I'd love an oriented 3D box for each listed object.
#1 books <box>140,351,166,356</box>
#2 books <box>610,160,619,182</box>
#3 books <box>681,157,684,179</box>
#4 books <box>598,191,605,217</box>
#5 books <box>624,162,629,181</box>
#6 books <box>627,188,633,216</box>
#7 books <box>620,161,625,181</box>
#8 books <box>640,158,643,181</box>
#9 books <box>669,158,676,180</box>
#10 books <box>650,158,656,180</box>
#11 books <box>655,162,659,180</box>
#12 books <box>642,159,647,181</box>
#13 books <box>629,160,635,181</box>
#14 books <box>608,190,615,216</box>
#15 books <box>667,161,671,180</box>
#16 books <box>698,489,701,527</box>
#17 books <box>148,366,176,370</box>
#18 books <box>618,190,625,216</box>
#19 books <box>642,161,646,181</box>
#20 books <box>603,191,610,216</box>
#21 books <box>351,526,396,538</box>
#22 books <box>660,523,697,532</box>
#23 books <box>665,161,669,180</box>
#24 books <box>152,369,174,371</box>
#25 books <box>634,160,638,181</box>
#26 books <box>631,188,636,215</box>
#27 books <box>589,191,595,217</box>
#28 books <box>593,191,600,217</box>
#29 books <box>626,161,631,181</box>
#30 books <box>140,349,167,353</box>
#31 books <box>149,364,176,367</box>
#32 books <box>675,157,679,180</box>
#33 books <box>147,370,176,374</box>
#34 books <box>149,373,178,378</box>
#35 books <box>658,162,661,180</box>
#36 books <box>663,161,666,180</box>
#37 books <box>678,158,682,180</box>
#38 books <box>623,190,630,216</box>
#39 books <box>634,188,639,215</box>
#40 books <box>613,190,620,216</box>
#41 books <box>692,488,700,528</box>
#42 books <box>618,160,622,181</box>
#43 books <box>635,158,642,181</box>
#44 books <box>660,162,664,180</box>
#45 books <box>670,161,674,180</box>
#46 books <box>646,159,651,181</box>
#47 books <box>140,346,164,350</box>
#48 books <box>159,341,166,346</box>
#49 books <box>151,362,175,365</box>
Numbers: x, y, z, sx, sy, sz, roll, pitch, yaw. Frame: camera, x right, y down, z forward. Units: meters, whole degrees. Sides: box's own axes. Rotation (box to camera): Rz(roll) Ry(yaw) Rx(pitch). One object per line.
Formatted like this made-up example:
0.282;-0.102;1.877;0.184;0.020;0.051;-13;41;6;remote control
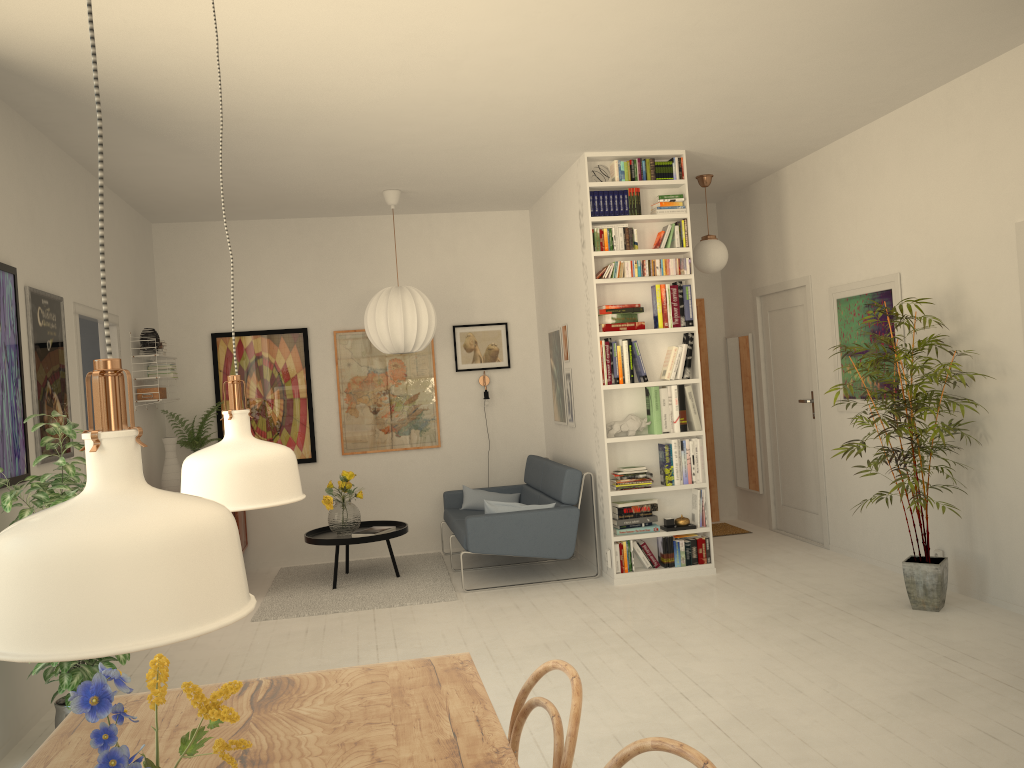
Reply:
-2.653;-0.219;6.552;0.159;0.028;0.147;-4;0;-13;books
0.696;-1.437;6.067;0.026;0.149;0.155;-4;0;-10;books
1.144;-1.471;6.188;0.014;0.154;0.260;-4;0;-10;books
0.587;-1.211;6.063;0.034;0.179;0.188;-4;0;-10;books
0.751;-1.432;6.112;0.025;0.131;0.253;-4;0;-10;books
0.786;-1.231;6.109;0.020;0.191;0.205;-4;0;-10;books
0.735;-1.434;6.066;0.023;0.137;0.161;-4;0;-10;books
0.862;-1.453;6.118;0.012;0.158;0.220;-4;0;-10;books
1.096;-1.466;6.123;0.019;0.157;0.150;-4;0;-10;books
0.943;-1.457;6.124;0.032;0.152;0.200;-4;0;-10;books
0.974;-1.447;6.101;0.017;0.130;0.150;-4;0;-10;books
0.891;-1.452;6.119;0.009;0.151;0.208;-4;0;-10;books
0.800;-1.443;6.087;0.028;0.147;0.192;-4;0;-10;books
0.655;-1.216;6.075;0.034;0.179;0.188;-4;0;-10;books
1.060;-1.453;6.116;0.017;0.130;0.150;-4;0;-10;books
1.268;0.853;6.157;0.030;0.256;0.198;-4;0;-10;books
-2.699;-0.122;6.847;0.173;0.023;0.190;-4;0;-11;books
0.724;-1.221;6.087;0.034;0.179;0.188;-4;0;-10;books
0.879;-1.444;6.110;0.019;0.137;0.201;-4;0;-10;books
0.621;-1.214;6.069;0.034;0.179;0.188;-4;0;-10;books
-1.014;1.088;6.520;0.200;0.031;0.289;-4;0;24;books
1.137;0.980;6.064;0.215;0.023;0.130;-4;0;-10;books
1.043;-1.452;6.113;0.017;0.130;0.150;-4;0;-10;books
-2.704;-0.105;6.861;0.147;0.012;0.195;-4;0;-13;books
0.822;-1.446;6.108;0.024;0.148;0.188;-4;0;-10;books
0.806;-1.232;6.110;0.020;0.191;0.205;-4;0;-10;books
0.518;-1.206;6.050;0.034;0.179;0.188;-4;0;-10;books
0.552;-1.209;6.057;0.034;0.179;0.188;-4;0;-10;books
0.774;-1.439;6.102;0.018;0.141;0.206;-4;0;-10;books
-2.647;-0.243;6.556;0.158;0.019;0.131;-4;0;-8;books
-2.699;-0.140;6.854;0.153;0.013;0.197;-4;0;-8;books
1.110;-1.469;6.164;0.020;0.156;0.229;-4;0;-10;books
-2.700;-0.090;6.845;0.168;0.021;0.197;-4;0;-8;books
-2.693;-0.061;6.854;0.179;0.037;0.190;-4;0;-11;books
0.991;-1.448;6.104;0.017;0.130;0.150;-4;0;-10;books
1.026;-1.451;6.110;0.017;0.130;0.150;-4;0;-10;books
1.132;-1.468;6.164;0.021;0.151;0.228;-4;0;-10;books
0.759;-1.223;6.093;0.034;0.179;0.188;-4;0;-10;books
0.828;-1.234;6.105;0.020;0.191;0.205;-4;0;-10;books
0.690;-1.218;6.081;0.034;0.179;0.188;-4;0;-10;books
1.258;0.853;6.154;0.034;0.257;0.209;-4;0;-10;books
0.712;-1.437;6.087;0.013;0.146;0.208;-4;0;-10;books
0.844;-1.451;6.119;0.024;0.156;0.227;-4;0;-10;books
1.008;-1.450;6.107;0.017;0.130;0.150;-4;0;-10;books
1.077;-1.455;6.119;0.017;0.130;0.150;-4;0;-10;books
0.909;-1.455;6.134;0.032;0.154;0.212;-4;0;-10;books
-2.657;-0.264;6.548;0.155;0.024;0.136;-4;0;-17;books
-2.646;-0.295;6.544;0.178;0.036;0.145;-4;0;-17;books
-2.694;-0.154;6.853;0.147;0.016;0.195;-4;0;-13;books
